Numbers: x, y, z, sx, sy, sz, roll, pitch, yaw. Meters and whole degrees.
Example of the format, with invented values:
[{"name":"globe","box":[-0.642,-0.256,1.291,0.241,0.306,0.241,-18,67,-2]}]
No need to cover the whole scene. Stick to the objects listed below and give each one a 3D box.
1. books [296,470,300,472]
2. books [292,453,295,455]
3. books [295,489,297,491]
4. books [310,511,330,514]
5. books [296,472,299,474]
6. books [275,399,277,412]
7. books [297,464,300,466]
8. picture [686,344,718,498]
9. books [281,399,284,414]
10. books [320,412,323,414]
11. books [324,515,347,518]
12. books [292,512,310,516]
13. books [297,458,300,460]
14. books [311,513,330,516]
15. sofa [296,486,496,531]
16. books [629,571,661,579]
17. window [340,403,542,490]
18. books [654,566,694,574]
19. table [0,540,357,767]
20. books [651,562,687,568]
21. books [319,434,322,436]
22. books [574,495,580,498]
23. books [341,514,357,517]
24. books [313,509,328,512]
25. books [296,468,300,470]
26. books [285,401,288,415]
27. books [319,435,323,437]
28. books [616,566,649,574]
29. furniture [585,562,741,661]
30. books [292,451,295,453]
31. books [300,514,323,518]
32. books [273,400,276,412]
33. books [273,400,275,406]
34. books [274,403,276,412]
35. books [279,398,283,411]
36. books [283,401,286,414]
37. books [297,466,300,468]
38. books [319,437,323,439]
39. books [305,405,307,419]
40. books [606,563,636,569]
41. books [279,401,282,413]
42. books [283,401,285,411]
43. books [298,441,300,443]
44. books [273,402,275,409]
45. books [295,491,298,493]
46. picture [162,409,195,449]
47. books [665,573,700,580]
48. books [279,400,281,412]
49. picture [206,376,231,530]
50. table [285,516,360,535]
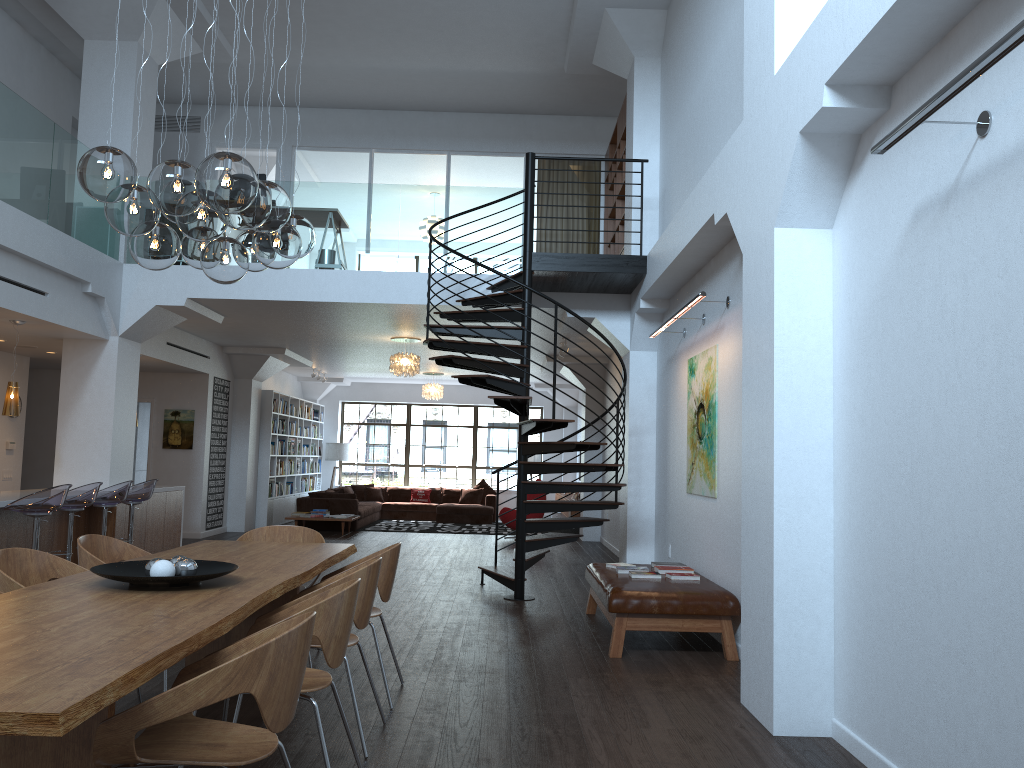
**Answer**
[{"name":"books","box":[-4.386,1.741,17.722,0.251,0.037,0.160,1,-5,5]},{"name":"books","box":[-4.350,1.368,17.301,0.171,0.039,0.246,2,-5,0]},{"name":"books","box":[-4.429,2.108,17.658,0.284,0.033,0.197,3,-5,-15]},{"name":"books","box":[-3.294,2.203,15.239,0.279,0.035,0.191,1,-5,9]},{"name":"books","box":[-4.385,1.778,17.717,0.246,0.038,0.171,2,-5,0]},{"name":"books","box":[-4.301,0.388,15.876,0.170,0.251,0.118,2,-5,0]},{"name":"books","box":[-4.377,1.620,17.735,0.253,0.040,0.183,2,-5,0]},{"name":"picture","box":[1.589,0.330,7.451,0.010,1.200,1.095,2,-5,0]},{"name":"books","box":[-4.312,0.409,16.323,0.197,0.290,0.136,2,-5,0]},{"name":"books","box":[-4.335,0.744,19.932,0.140,0.231,0.042,2,-5,0]},{"name":"books","box":[-2.955,2.213,14.825,0.342,0.040,0.231,-2,-6,39]},{"name":"books","box":[-3.607,2.221,15.171,0.241,0.045,0.334,1,-5,1]},{"name":"books","box":[-4.356,1.501,17.739,0.185,0.041,0.129,0,-5,14]},{"name":"books","box":[-3.291,2.239,15.233,0.312,0.037,0.216,2,-5,-10]},{"name":"sofa","box":[-2.056,2.422,17.496,3.481,0.664,4.197,2,-5,0]},{"name":"books","box":[1.012,1.453,6.750,0.224,0.032,0.161,2,-5,0]},{"name":"window","box":[-1.647,1.454,20.639,4.648,1.905,0.114,2,-5,0]},{"name":"books","box":[1.289,1.483,7.057,0.283,0.043,0.197,2,-5,-1]},{"name":"table","box":[-1.489,1.223,3.751,1.012,0.750,3.803,2,-5,0]},{"name":"books","box":[1.304,1.513,7.375,0.254,0.044,0.183,2,-5,-6]},{"name":"books","box":[-4.380,1.127,19.709,0.254,0.032,0.174,-2,-6,34]},{"name":"books","box":[1.323,2.139,16.821,0.250,0.053,0.400,2,-5,0]},{"name":"books","box":[-2.804,2.247,15.169,0.256,0.035,0.350,-1,-5,25]},{"name":"books","box":[-3.289,2.172,15.240,0.224,0.027,0.157,1,-5,5]},{"name":"books","box":[-4.390,1.705,17.750,0.259,0.040,0.180,2,-5,0]},{"name":"books","box":[-4.304,0.451,16.613,0.182,0.255,0.077,2,-5,0]},{"name":"books","box":[-4.384,1.160,19.711,0.284,0.033,0.197,0,-5,14]},{"name":"books","box":[0.952,1.472,7.014,0.247,0.040,0.185,1,-5,3]},{"name":"furniture","box":[1.096,1.710,6.900,0.907,0.453,1.819,2,-5,0]},{"name":"books","box":[-4.352,1.329,17.303,0.160,0.039,0.251,1,-5,5]},{"name":"books","box":[-3.357,2.204,14.831,0.236,0.035,0.340,-1,-5,24]},{"name":"books","box":[-4.296,0.396,15.767,0.161,0.218,0.101,2,-5,0]},{"name":"books","box":[-4.294,0.385,15.612,0.182,0.215,0.188,2,-5,0]},{"name":"books","box":[-4.294,0.397,15.801,0.161,0.222,0.084,2,-5,0]},{"name":"books","box":[-4.307,0.403,16.260,0.176,0.293,0.125,2,-5,0]},{"name":"books","box":[-4.297,0.437,16.425,0.182,0.253,0.098,2,-5,0]},{"name":"books","box":[-4.374,1.662,17.740,0.231,0.044,0.168,2,-5,-5]},{"name":"books","box":[-4.385,1.194,19.708,0.284,0.035,0.197,-1,-6,29]},{"name":"books","box":[-4.333,0.579,18.340,0.176,0.290,0.053,2,-5,0]},{"name":"books","box":[0.899,1.504,7.332,0.161,0.031,0.223,4,-5,-23]},{"name":"books","box":[-4.301,0.420,16.171,0.174,0.242,0.105,2,-5,0]},{"name":"books","box":[-4.299,0.436,16.392,0.159,0.248,0.089,2,-5,0]},{"name":"books","box":[-4.347,1.153,17.672,0.223,0.031,0.161,2,-5,0]},{"name":"books","box":[-4.304,0.396,15.702,0.167,0.210,0.162,2,-5,0]},{"name":"books","box":[-4.430,2.142,17.655,0.284,0.035,0.197,2,-5,0]},{"name":"picture","box":[-5.079,0.690,13.508,0.450,0.600,0.030,2,-5,0]},{"name":"books","box":[1.295,1.460,6.727,0.224,0.036,0.161,2,-5,-6]},{"name":"books","box":[-4.304,0.411,16.118,0.170,0.251,0.118,2,-5,0]},{"name":"picture","box":[-4.674,1.101,14.130,0.021,2.380,0.800,2,-5,0]},{"name":"table","box":[-3.180,2.372,14.942,1.100,0.271,0.853,2,-5,0]}]
